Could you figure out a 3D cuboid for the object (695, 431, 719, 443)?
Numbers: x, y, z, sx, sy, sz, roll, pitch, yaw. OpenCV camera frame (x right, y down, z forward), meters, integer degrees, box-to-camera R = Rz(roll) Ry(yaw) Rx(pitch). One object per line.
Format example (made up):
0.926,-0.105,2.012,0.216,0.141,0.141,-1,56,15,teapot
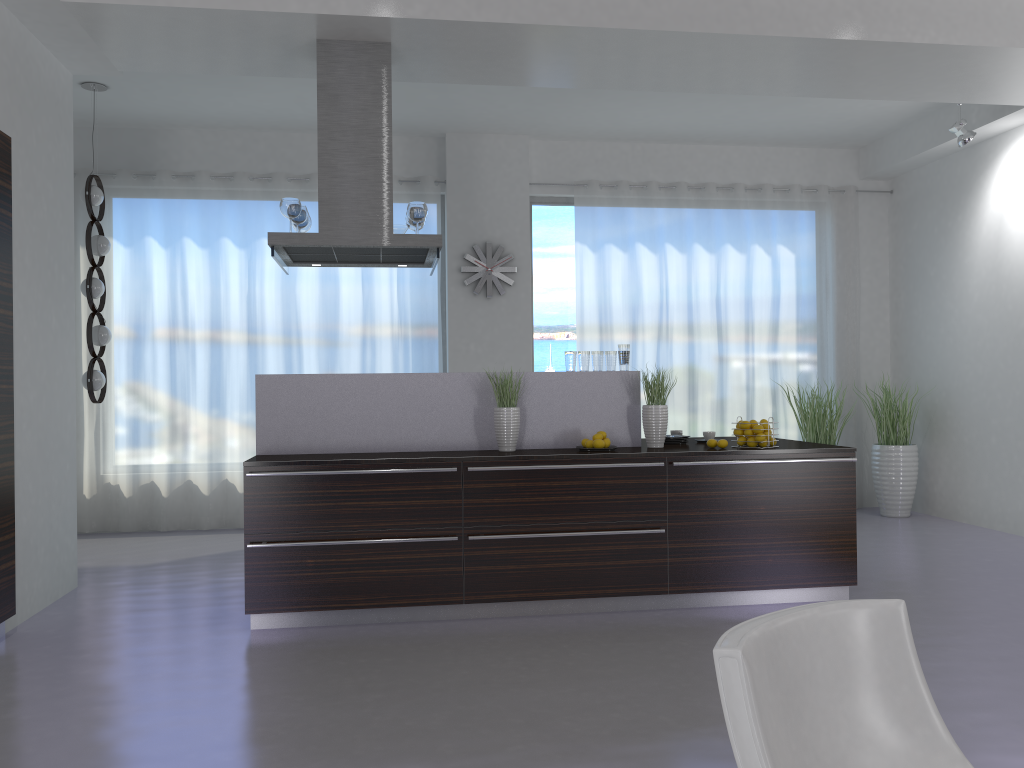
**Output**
1.232,0.333,5.537,0.153,0.069,0.153,-1,0,-35,object

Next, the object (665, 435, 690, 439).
0.790,0.268,5.542,0.646,0.147,0.269,-1,0,17,object

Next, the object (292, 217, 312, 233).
-1.336,-0.961,5.636,0.125,0.221,0.125,-1,0,16,object

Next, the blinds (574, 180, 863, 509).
1.997,-0.341,8.387,2.830,3.112,0.120,-1,0,-8,blinds

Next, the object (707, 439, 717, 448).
1.137,0.338,5.036,0.053,0.051,0.063,0,0,-40,object

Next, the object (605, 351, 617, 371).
0.585,-0.135,5.250,0.072,0.119,0.071,-1,0,32,object

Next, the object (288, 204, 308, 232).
-1.290,-0.963,5.334,0.125,0.221,0.125,-1,0,16,object

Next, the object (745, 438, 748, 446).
1.334,0.330,5.096,0.061,0.053,0.053,-1,0,34,object

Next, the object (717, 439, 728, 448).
1.186,0.337,4.993,0.063,0.051,0.053,-1,0,-5,object

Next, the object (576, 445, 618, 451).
0.476,0.361,4.965,0.232,0.020,0.232,-1,0,0,object

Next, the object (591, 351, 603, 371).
0.505,-0.134,5.238,0.072,0.119,0.071,-1,0,32,object

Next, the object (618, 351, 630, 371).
0.665,-0.136,5.261,0.072,0.119,0.071,-1,0,32,object

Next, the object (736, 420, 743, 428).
1.312,0.238,5.081,0.052,0.060,0.057,-1,0,-20,object

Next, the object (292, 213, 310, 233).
-1.314,-0.962,5.490,0.125,0.221,0.125,-1,0,16,object

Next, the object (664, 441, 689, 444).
0.972,0.359,5.488,0.232,0.020,0.232,-1,0,0,object

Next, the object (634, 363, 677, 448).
0.843,0.116,5.109,0.247,0.502,0.269,-1,0,35,object

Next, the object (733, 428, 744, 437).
1.294,0.277,5.059,0.053,0.051,0.063,0,0,-40,object

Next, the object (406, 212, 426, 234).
-0.590,-0.971,5.461,0.125,0.221,0.125,-1,0,16,object

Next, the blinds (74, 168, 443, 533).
-2.224,-0.294,7.766,3.245,3.112,0.120,-1,0,-8,blinds

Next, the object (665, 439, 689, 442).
0.971,0.349,5.488,0.232,0.020,0.232,-1,0,0,object

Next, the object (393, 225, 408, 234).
-0.741,-0.944,5.811,0.137,0.174,0.137,0,0,-43,object

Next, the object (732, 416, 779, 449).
1.386,0.273,5.057,0.189,0.174,0.207,0,0,-43,object

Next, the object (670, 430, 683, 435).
1.066,0.336,5.754,0.153,0.069,0.153,-1,0,25,object

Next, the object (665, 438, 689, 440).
0.971,0.339,5.488,0.232,0.020,0.232,-1,0,-5,object

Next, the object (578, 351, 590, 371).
0.425,-0.133,5.226,0.072,0.119,0.071,-1,0,32,object

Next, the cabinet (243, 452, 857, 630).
0.192,0.804,5.304,3.285,0.852,1.377,-1,0,-8,cabinet

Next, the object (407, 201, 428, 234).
-0.565,-0.972,5.305,0.125,0.221,0.125,-1,0,16,object

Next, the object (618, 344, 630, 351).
0.664,-0.174,5.262,0.072,0.119,0.071,-1,0,32,object

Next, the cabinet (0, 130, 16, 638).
-2.526,0.000,2.639,0.669,2.500,3.600,-1,0,-8,cabinet

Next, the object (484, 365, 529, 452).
-0.033,0.126,4.956,0.269,0.502,0.247,-1,0,-8,object

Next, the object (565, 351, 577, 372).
0.345,-0.132,5.214,0.071,0.119,0.072,-1,0,42,object

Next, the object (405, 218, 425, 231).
-0.611,-0.970,5.606,0.125,0.221,0.125,-1,0,16,object
